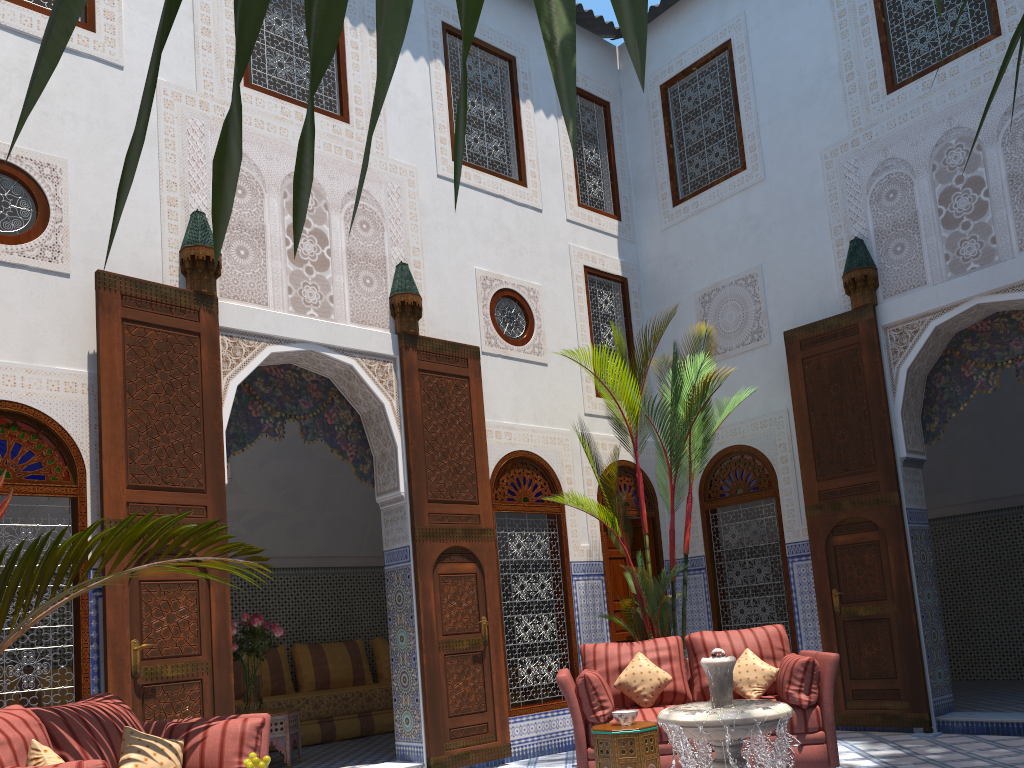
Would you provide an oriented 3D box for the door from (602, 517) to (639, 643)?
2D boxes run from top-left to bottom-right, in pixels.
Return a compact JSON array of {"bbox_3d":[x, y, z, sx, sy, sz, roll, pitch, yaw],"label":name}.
[{"bbox_3d":[0.760,1.637,6.044,0.286,1.434,0.126,2,-10,-41],"label":"door"}]

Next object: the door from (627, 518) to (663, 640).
[{"bbox_3d":[0.935,1.692,6.290,0.285,1.434,0.024,-3,-7,-11],"label":"door"}]

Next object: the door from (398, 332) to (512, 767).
[{"bbox_3d":[-0.334,0.957,5.086,0.584,2.465,0.126,2,-10,-42],"label":"door"}]

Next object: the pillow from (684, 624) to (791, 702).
[{"bbox_3d":[1.214,1.500,4.666,0.559,0.394,0.313,-5,-10,0],"label":"pillow"}]

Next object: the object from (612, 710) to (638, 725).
[{"bbox_3d":[0.506,1.487,3.900,0.118,0.056,0.121,3,-16,-28],"label":"object"}]

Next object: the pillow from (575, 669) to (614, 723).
[{"bbox_3d":[0.411,1.557,4.373,0.187,0.247,0.390,-6,-13,4],"label":"pillow"}]

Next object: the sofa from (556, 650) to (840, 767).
[{"bbox_3d":[0.934,1.699,4.511,1.361,0.530,0.752,-6,-13,4],"label":"sofa"}]

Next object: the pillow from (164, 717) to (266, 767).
[{"bbox_3d":[-1.086,1.333,3.157,0.396,0.238,0.192,-6,-11,5],"label":"pillow"}]

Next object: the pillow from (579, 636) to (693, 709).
[{"bbox_3d":[0.659,1.563,4.703,0.582,0.372,0.308,-6,-11,4],"label":"pillow"}]

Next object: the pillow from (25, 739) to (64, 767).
[{"bbox_3d":[-1.236,1.089,2.363,0.134,0.268,0.310,3,-14,-40],"label":"pillow"}]

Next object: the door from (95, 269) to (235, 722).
[{"bbox_3d":[-1.566,0.751,3.994,0.125,2.465,0.586,-11,-10,43],"label":"door"}]

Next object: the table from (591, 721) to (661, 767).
[{"bbox_3d":[0.507,1.665,3.850,0.289,0.317,0.296,-5,-11,3],"label":"table"}]

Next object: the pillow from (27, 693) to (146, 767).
[{"bbox_3d":[-1.449,1.252,2.982,0.320,0.366,0.576,-5,-13,4],"label":"pillow"}]

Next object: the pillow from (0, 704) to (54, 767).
[{"bbox_3d":[-1.486,1.100,2.424,0.291,0.382,0.598,-5,-13,3],"label":"pillow"}]

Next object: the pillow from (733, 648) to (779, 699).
[{"bbox_3d":[1.206,1.474,4.446,0.148,0.253,0.286,4,-14,-41],"label":"pillow"}]

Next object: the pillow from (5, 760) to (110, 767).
[{"bbox_3d":[-1.157,1.065,2.167,0.380,0.248,0.192,-6,-10,5],"label":"pillow"}]

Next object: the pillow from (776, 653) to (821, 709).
[{"bbox_3d":[1.404,1.455,4.312,0.187,0.237,0.407,-5,-13,4],"label":"pillow"}]

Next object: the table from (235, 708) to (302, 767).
[{"bbox_3d":[-1.554,2.134,5.243,0.541,0.316,0.550,7,-18,-40],"label":"table"}]

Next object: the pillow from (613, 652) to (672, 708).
[{"bbox_3d":[0.671,1.522,4.510,0.302,0.272,0.133,-8,-9,14],"label":"pillow"}]

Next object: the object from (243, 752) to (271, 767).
[{"bbox_3d":[-0.710,1.123,2.367,0.219,0.234,0.311,-11,-14,28],"label":"object"}]

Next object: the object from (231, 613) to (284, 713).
[{"bbox_3d":[-1.591,1.670,5.258,0.447,0.584,0.343,-2,-10,-15],"label":"object"}]

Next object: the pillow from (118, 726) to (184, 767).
[{"bbox_3d":[-1.228,1.274,2.973,0.267,0.231,0.149,5,-14,-39],"label":"pillow"}]

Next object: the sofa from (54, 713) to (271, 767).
[{"bbox_3d":[-1.296,1.360,2.657,0.732,0.528,1.400,-5,-15,3],"label":"sofa"}]

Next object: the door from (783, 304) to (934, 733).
[{"bbox_3d":[2.059,0.814,5.267,0.592,2.465,0.124,-12,-10,44],"label":"door"}]
